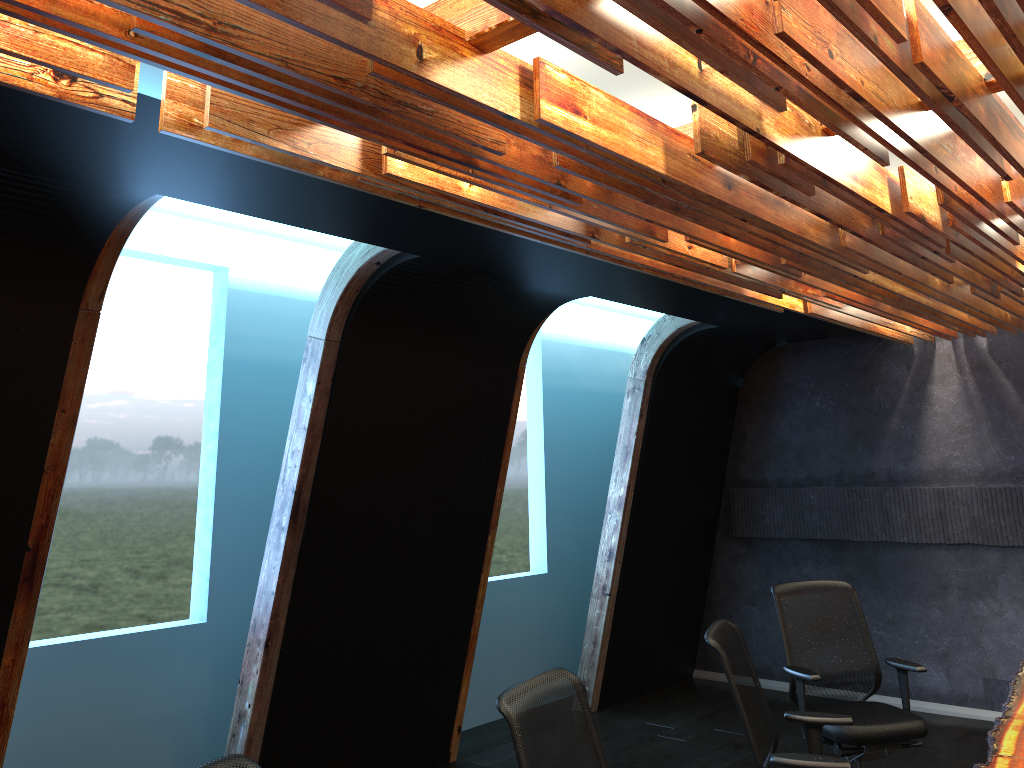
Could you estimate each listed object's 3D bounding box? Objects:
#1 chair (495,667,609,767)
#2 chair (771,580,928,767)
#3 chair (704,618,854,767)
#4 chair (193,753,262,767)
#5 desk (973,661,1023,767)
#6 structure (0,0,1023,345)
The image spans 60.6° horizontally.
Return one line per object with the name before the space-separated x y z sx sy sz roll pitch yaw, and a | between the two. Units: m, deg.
chair | 0.414 1.566 2.603 0.791 1.269 0.798 -7 -13 25
chair | 1.924 1.784 4.882 0.817 1.269 0.773 2 -12 -14
chair | 1.264 1.658 3.606 0.792 1.269 0.797 -5 -13 20
chair | -0.385 1.485 1.716 0.794 1.269 0.795 -4 -12 15
desk | 1.505 1.668 1.822 2.010 0.837 6.596 -8 -9 41
structure | 1.294 0.388 1.651 4.468 3.065 11.362 -9 -10 41
